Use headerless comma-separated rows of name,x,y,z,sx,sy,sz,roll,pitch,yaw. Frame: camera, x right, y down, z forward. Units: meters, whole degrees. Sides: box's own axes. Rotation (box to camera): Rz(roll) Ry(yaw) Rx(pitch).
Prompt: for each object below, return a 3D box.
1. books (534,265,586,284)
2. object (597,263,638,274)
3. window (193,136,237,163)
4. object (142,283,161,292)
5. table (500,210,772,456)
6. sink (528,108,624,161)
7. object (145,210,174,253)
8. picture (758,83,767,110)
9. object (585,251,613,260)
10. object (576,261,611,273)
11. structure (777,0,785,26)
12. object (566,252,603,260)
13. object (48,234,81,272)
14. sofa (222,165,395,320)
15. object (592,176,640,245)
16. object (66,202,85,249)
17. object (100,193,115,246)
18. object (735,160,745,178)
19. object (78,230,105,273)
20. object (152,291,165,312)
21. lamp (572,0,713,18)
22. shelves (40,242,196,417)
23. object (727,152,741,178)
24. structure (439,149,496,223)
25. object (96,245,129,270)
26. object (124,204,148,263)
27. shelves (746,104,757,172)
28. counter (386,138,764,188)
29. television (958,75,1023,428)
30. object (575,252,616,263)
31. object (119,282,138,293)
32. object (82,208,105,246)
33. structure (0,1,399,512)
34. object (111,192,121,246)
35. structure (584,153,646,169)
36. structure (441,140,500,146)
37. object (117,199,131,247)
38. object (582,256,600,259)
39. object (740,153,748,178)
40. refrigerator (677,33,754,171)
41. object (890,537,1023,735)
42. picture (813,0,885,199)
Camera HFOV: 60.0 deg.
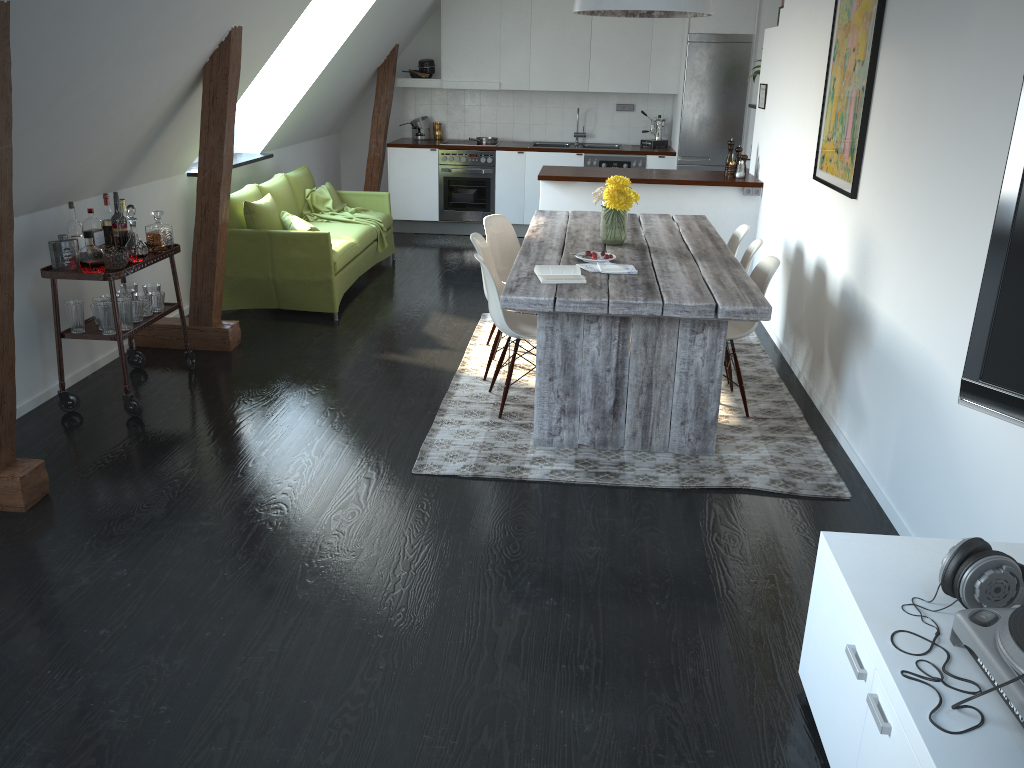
books,0.219,-0.511,4.078,0.202,0.042,0.251,-1,20,-7
object,0.504,-0.558,4.257,0.182,0.016,0.179,1,20,-1
window,0.272,-2.452,2.778,5.959,4.249,8.018,3,20,4
object,-1.976,-0.486,4.876,0.095,0.119,0.095,-11,23,-31
table,0.613,-0.385,4.962,1.141,0.788,2.421,3,20,4
sink,0.673,-2.584,9.201,0.963,0.519,0.671,3,20,4
object,-1.901,-0.824,4.775,0.101,0.211,0.101,8,21,18
picture,1.910,-2.190,6.750,0.023,0.182,0.250,3,20,4
object,0.433,-0.646,4.453,0.132,0.034,0.144,-7,21,-22
object,0.423,-0.566,4.279,0.182,0.014,0.185,-6,21,-20
structure,2.775,-2.352,0.628,10.230,3.562,15.910,5,20,9
object,0.364,-0.642,4.443,0.194,0.022,0.019,8,21,19
object,-2.141,-0.623,4.255,0.052,0.182,0.135,18,26,39
sofa,-1.579,-1.204,7.040,0.898,0.825,2.093,3,20,3
object,0.564,-0.945,4.819,0.233,0.365,0.293,-7,22,-23
object,-2.138,-0.730,4.344,0.073,0.320,0.073,0,20,-4
object,-2.142,-0.858,4.719,0.081,0.308,0.081,0,20,-3
object,1.752,-1.648,6.799,0.069,0.135,0.069,-6,21,-19
object,-2.009,-0.627,4.229,0.087,0.206,0.087,12,23,28
object,-1.919,-0.443,4.792,0.092,0.099,0.092,-5,21,-17
lamp,0.706,-3.176,3.973,0.757,2.813,0.697,-12,24,-33
shelves,-2.043,-0.313,4.676,0.438,0.732,0.803,2,20,1
object,1.706,-1.691,6.833,0.080,0.192,0.058,-3,20,-11
structure,-0.434,-2.132,9.404,0.583,0.725,0.749,3,20,4
object,-1.990,-0.625,4.395,0.245,0.092,0.151,14,23,31
object,-1.910,-0.759,4.480,0.114,0.292,0.114,-7,21,-22
shelves,2.277,-1.993,7.273,0.660,0.553,0.408,3,20,4
counter,0.327,-2.078,8.157,3.365,0.038,3.085,3,20,4
television,1.356,-0.137,1.350,0.537,0.652,1.005,-10,23,-28
object,0.419,-0.632,4.449,0.205,0.024,0.205,0,20,-3
object,-2.106,-0.492,4.883,0.095,0.119,0.095,-11,23,-31
object,-2.145,-0.770,4.548,0.067,0.257,0.099,5,20,9
structure,-2.191,-0.542,3.528,1.023,1.963,12.350,3,20,4
object,-2.046,-0.834,4.621,0.080,0.329,0.080,0,20,-4
structure,1.048,-2.032,9.210,0.612,0.725,0.582,3,20,4
structure,-0.430,-2.496,9.258,0.574,0.041,0.504,3,20,4
object,-1.987,-0.798,4.563,0.081,0.307,0.081,5,20,10
object,0.402,-0.636,4.447,0.110,0.011,0.058,4,20,8
object,1.787,-1.693,6.854,0.058,0.184,0.058,2,20,1
refrigerator,1.957,-2.433,8.703,0.609,1.868,0.031,3,20,4
object,1.102,0.537,1.871,0.558,0.162,0.742,2,20,2
picture,1.694,-1.584,4.459,0.036,1.181,0.808,3,20,4
